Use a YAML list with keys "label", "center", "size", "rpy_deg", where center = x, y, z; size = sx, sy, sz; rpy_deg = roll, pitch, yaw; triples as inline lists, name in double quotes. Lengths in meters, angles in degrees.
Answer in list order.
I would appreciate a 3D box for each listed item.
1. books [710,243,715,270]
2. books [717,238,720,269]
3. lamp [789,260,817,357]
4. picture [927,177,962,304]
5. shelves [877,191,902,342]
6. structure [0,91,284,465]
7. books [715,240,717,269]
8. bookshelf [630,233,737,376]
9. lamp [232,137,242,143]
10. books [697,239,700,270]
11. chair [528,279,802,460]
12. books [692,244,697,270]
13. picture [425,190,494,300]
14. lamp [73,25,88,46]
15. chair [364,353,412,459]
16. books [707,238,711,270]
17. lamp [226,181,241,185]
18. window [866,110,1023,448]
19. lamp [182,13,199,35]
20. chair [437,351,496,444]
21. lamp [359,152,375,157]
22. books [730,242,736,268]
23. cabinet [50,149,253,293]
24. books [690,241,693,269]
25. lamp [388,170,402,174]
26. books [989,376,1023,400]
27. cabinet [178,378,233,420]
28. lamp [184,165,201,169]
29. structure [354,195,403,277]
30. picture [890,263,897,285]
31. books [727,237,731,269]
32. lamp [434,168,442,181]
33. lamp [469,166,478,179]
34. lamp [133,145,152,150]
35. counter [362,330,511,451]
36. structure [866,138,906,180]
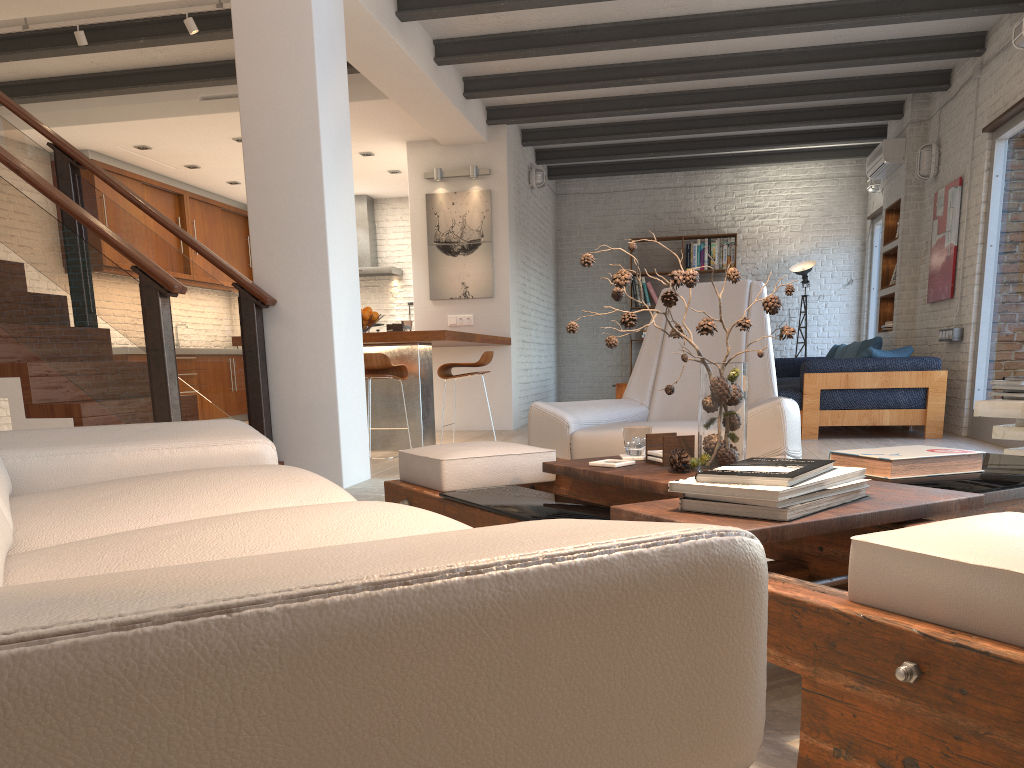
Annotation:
- label: "books"
  center: [2.554, -1.613, 11.104]
  size: [0.055, 0.338, 0.248]
  rpy_deg: [1, 8, 11]
- label: "books"
  center: [2.626, -1.643, 11.113]
  size: [0.036, 0.393, 0.237]
  rpy_deg: [1, 9, 11]
- label: "lamp"
  center: [3.749, -0.599, 10.736]
  size: [0.504, 1.894, 0.846]
  rpy_deg: [-5, 10, -17]
- label: "picture"
  center: [3.731, -1.211, 7.539]
  size: [0.019, 0.984, 0.724]
  rpy_deg: [1, 8, 11]
- label: "shelves"
  center: [3.936, -1.152, 8.874]
  size: [0.192, 1.465, 0.746]
  rpy_deg: [1, 10, 11]
- label: "structure"
  center: [-1.653, -1.512, 5.225]
  size: [10.154, 4.240, 13.558]
  rpy_deg: [-1, 2, 11]
- label: "books"
  center: [2.595, -1.629, 11.108]
  size: [0.021, 0.368, 0.264]
  rpy_deg: [1, 8, 11]
- label: "bookshelf"
  center: [2.207, -0.758, 11.343]
  size: [1.317, 2.261, 0.353]
  rpy_deg: [0, 11, 11]
- label: "lamp"
  center: [-2.572, -2.337, 8.277]
  size: [0.124, 0.056, 0.121]
  rpy_deg: [-1, 3, 11]
- label: "books"
  center: [2.381, -1.638, 11.142]
  size: [0.036, 0.393, 0.237]
  rpy_deg: [1, 9, 11]
- label: "chair"
  center: [0.703, 0.079, 3.547]
  size: [1.023, 1.042, 0.951]
  rpy_deg: [2, 8, 27]
- label: "books"
  center: [2.335, -1.609, 11.153]
  size: [0.055, 0.338, 0.248]
  rpy_deg: [1, 8, 11]
- label: "picture"
  center: [-0.516, -1.364, 8.612]
  size: [0.655, 1.043, 0.019]
  rpy_deg: [0, 12, 11]
- label: "lamp"
  center: [-2.774, -2.234, 5.607]
  size: [0.061, 0.132, 0.083]
  rpy_deg: [1, 9, 13]
- label: "chair"
  center: [-1.030, 0.161, 6.589]
  size: [0.405, 0.795, 0.410]
  rpy_deg: [0, 10, 11]
- label: "books"
  center: [2.511, -1.641, 11.122]
  size: [0.036, 0.393, 0.237]
  rpy_deg: [1, 9, 11]
- label: "lamp"
  center: [-3.252, -2.368, 10.186]
  size: [0.124, 0.056, 0.121]
  rpy_deg: [-1, 3, 11]
- label: "window"
  center: [3.484, -2.741, 4.508]
  size: [0.647, 6.548, 12.064]
  rpy_deg: [1, 4, 11]
- label: "lamp"
  center: [-2.008, -2.249, 5.452]
  size: [0.086, 0.132, 0.058]
  rpy_deg: [-6, 11, -28]
- label: "chair"
  center: [-0.332, 0.134, 6.990]
  size: [0.423, 0.795, 0.392]
  rpy_deg: [0, 10, 11]
- label: "lamp"
  center: [-1.491, -2.381, 8.957]
  size: [0.124, 0.056, 0.121]
  rpy_deg: [-1, 3, 11]
- label: "books"
  center: [2.804, -1.619, 11.087]
  size: [0.055, 0.338, 0.248]
  rpy_deg: [1, 8, 11]
- label: "cabinet"
  center: [-4.000, -1.748, 10.272]
  size: [0.462, 1.187, 3.270]
  rpy_deg: [1, 3, 11]
- label: "books"
  center: [2.300, -1.623, 11.174]
  size: [0.021, 0.368, 0.264]
  rpy_deg: [1, 8, 11]
- label: "lamp"
  center: [-1.323, -2.406, 9.813]
  size: [0.124, 0.056, 0.121]
  rpy_deg: [-1, 3, 11]
- label: "books"
  center: [2.007, 0.016, 3.013]
  size: [0.389, 0.081, 0.556]
  rpy_deg: [-2, 2, -5]
- label: "cabinet"
  center: [-2.679, -0.941, 10.558]
  size: [4.755, 2.907, 2.222]
  rpy_deg: [-3, 8, -24]
- label: "lamp"
  center: [-3.421, -2.343, 9.330]
  size: [0.124, 0.056, 0.121]
  rpy_deg: [-1, 3, 11]
- label: "structure"
  center: [-1.976, -1.912, 11.285]
  size: [0.986, 1.019, 0.444]
  rpy_deg: [0, 10, 11]
- label: "picture"
  center: [3.957, -1.132, 8.925]
  size: [0.102, 0.251, 0.188]
  rpy_deg: [-1, 8, 2]
- label: "books"
  center: [2.752, -1.645, 11.075]
  size: [0.036, 0.393, 0.237]
  rpy_deg: [1, 9, 11]
- label: "lamp"
  center: [-0.717, -2.031, 8.455]
  size: [0.079, 0.107, 0.078]
  rpy_deg: [5, 10, 39]
- label: "lamp"
  center: [-0.368, -2.038, 8.388]
  size: [0.079, 0.107, 0.078]
  rpy_deg: [5, 10, 39]
- label: "lamp"
  center: [-3.590, -2.317, 8.474]
  size: [0.124, 0.056, 0.121]
  rpy_deg: [-1, 3, 11]
- label: "counter"
  center: [-1.060, 0.056, 7.775]
  size: [1.686, 0.941, 2.442]
  rpy_deg: [-1, 3, 11]
- label: "structure"
  center: [3.718, -2.234, 8.696]
  size: [0.200, 0.224, 0.797]
  rpy_deg: [0, 2, 11]
